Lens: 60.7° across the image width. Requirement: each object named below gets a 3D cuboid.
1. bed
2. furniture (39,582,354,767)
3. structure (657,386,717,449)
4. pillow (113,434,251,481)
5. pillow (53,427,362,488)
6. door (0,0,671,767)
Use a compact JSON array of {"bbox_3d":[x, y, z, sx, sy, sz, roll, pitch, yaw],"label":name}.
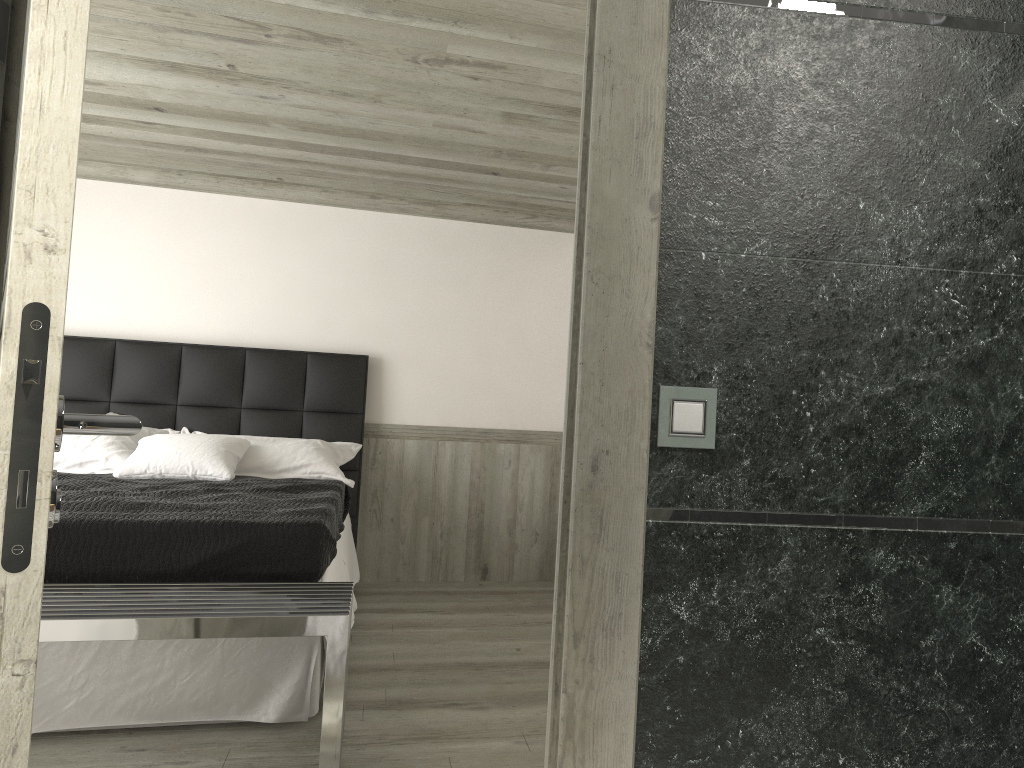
[{"bbox_3d":[-2.057,0.495,4.498,2.575,1.624,2.935,3,-2,-12],"label":"bed"},{"bbox_3d":[-1.521,1.007,2.934,1.911,0.560,0.564,3,-2,-15],"label":"furniture"},{"bbox_3d":[0.371,0.071,1.848,0.125,0.129,0.017,3,-3,-6],"label":"structure"},{"bbox_3d":[-1.955,0.436,5.238,0.663,0.273,0.455,3,-2,-10],"label":"pillow"},{"bbox_3d":[-2.184,0.414,5.559,2.414,0.381,0.615,3,-2,-15],"label":"pillow"},{"bbox_3d":[-0.473,0.025,1.381,1.519,2.517,1.035,3,-3,-4],"label":"door"}]
